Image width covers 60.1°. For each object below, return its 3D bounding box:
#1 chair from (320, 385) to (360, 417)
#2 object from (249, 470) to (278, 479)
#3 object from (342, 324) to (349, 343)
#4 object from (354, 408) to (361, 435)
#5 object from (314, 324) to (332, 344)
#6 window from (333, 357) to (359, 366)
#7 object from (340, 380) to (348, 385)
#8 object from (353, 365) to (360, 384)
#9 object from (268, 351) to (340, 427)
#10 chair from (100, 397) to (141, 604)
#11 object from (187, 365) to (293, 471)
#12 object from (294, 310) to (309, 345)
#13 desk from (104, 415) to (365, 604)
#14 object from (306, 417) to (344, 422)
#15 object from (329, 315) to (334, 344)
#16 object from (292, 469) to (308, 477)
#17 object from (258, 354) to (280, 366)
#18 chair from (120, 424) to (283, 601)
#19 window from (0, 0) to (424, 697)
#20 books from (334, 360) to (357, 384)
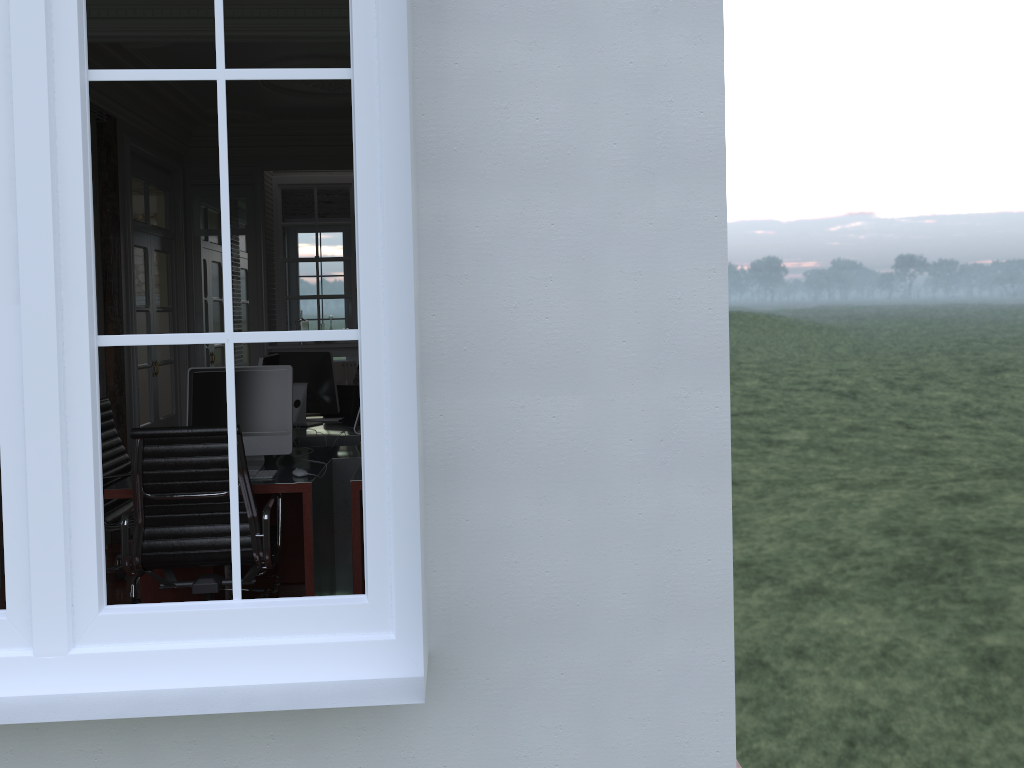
[{"bbox_3d":[-1.359,0.489,6.471,0.475,0.918,0.603,0,3,26],"label":"chair"},{"bbox_3d":[-1.278,0.410,3.951,0.439,0.017,0.119,-2,5,-4],"label":"object"},{"bbox_3d":[-1.441,-0.422,7.664,0.094,0.187,0.094,-2,2,-29],"label":"object"},{"bbox_3d":[-0.859,0.051,5.360,0.189,0.484,0.485,-1,3,-3],"label":"object"},{"bbox_3d":[-1.599,-0.410,7.490,0.148,0.200,0.148,-2,3,-21],"label":"object"},{"bbox_3d":[-2.053,-1.127,11.253,1.539,1.936,0.127,-1,1,-4],"label":"window"},{"bbox_3d":[-1.419,-0.013,7.466,0.066,0.041,0.066,2,5,44],"label":"object"},{"bbox_3d":[-1.265,-0.095,7.641,0.158,0.179,0.384,0,4,22],"label":"object"},{"bbox_3d":[-1.380,0.027,5.805,0.483,0.484,0.190,0,2,21],"label":"object"},{"bbox_3d":[-1.940,0.594,4.698,0.699,1.021,0.666,-2,2,-9],"label":"chair"},{"bbox_3d":[-1.272,0.159,4.168,0.484,0.484,0.190,-2,2,-4],"label":"object"},{"bbox_3d":[-1.796,-0.470,7.557,0.129,0.315,0.129,-1,2,21],"label":"object"},{"bbox_3d":[-1.147,0.690,5.043,1.300,0.726,2.514,-2,4,-3],"label":"desk"},{"bbox_3d":[-1.369,0.241,6.032,0.439,0.017,0.119,-2,5,-4],"label":"object"},{"bbox_3d":[-1.553,-0.457,7.611,0.088,0.271,0.088,-2,2,-8],"label":"object"},{"bbox_3d":[-0.951,0.395,3.964,0.059,0.028,0.106,-4,5,-35],"label":"object"},{"bbox_3d":[-1.450,0.070,5.298,0.189,0.484,0.485,-1,3,-3],"label":"object"},{"bbox_3d":[-1.316,0.655,3.776,0.665,1.021,0.700,-1,2,1],"label":"chair"},{"bbox_3d":[-0.967,-0.359,1.848,1.527,1.982,0.127,-1,1,-4],"label":"window"},{"bbox_3d":[-1.453,-0.104,7.720,0.150,0.193,0.143,-3,3,-38],"label":"books"}]
